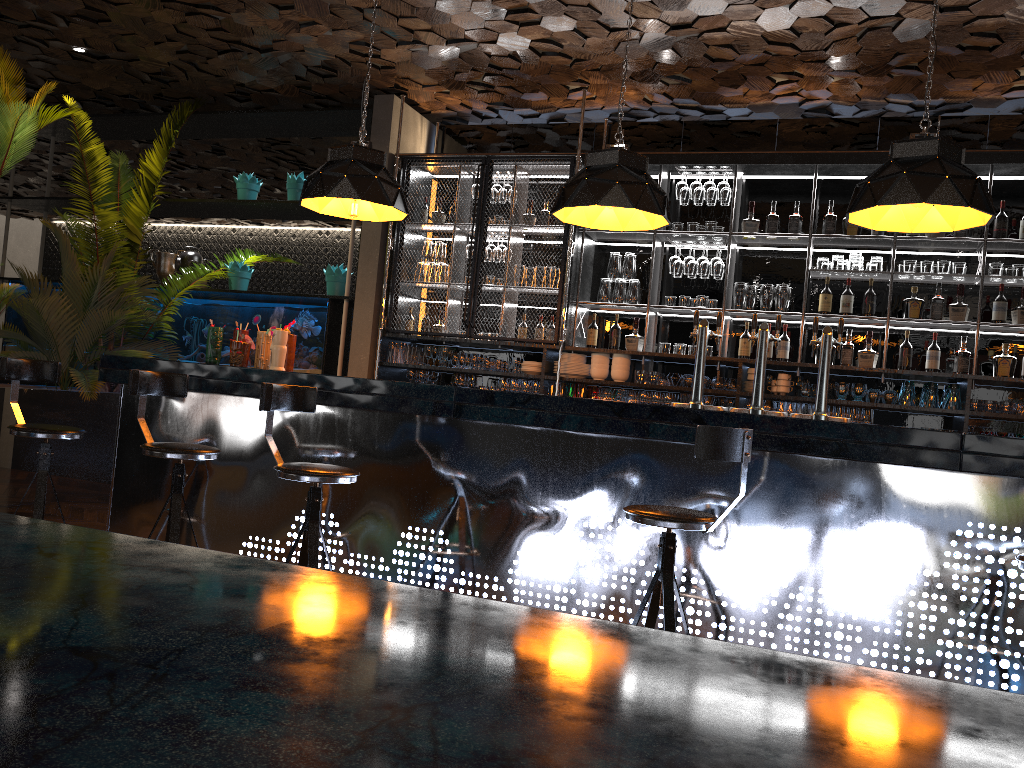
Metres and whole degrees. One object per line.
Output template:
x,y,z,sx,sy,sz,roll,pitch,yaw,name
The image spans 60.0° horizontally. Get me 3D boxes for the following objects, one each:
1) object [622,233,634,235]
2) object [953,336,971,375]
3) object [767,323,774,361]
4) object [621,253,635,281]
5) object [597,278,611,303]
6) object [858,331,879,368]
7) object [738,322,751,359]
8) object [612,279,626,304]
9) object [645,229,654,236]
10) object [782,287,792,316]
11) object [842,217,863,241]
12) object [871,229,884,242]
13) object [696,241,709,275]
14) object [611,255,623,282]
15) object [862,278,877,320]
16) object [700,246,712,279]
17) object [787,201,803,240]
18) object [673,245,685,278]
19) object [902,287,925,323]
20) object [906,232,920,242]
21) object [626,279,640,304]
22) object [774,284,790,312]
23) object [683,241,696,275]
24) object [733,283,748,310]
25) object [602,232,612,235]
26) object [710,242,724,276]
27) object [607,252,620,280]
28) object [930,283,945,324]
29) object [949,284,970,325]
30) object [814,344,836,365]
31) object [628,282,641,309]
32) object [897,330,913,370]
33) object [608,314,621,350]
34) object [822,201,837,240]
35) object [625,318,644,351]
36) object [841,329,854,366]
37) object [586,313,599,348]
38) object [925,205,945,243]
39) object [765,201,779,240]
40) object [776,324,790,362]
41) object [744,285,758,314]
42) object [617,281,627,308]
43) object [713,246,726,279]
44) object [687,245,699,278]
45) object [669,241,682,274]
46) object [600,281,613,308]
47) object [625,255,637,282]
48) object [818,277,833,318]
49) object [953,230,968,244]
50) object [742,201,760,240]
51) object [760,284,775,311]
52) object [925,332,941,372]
0.923,-1.320,6.989,0.123,0.279,0.123,5,-1,9,object
3.125,-0.191,6.153,0.083,0.282,0.083,5,-1,5,object
1.910,-0.305,6.631,0.086,0.298,0.086,6,-1,-21,object
0.919,-0.924,6.984,0.105,0.209,0.105,6,-1,-25,object
0.734,-0.731,7.033,0.105,0.209,0.105,6,-1,-25,object
2.552,-0.239,6.348,0.123,0.279,0.123,5,-1,34,object
1.754,-0.318,6.661,0.086,0.299,0.086,6,-1,-21,object
0.846,-0.721,6.993,0.105,0.209,0.105,6,-1,-25,object
1.075,-1.317,6.952,0.086,0.299,0.086,6,-1,-21,object
2.030,-0.616,6.622,0.105,0.209,0.105,6,-1,-25,object
2.475,-1.167,6.436,0.151,0.248,0.094,5,-1,24,object
2.643,-1.178,6.391,0.086,0.298,0.086,6,-1,-21,object
1.443,-0.948,6.700,0.092,0.244,0.092,6,-1,-19,object
0.840,-0.929,7.123,0.105,0.209,0.105,6,-1,-25,object
2.573,-0.612,6.377,0.086,0.297,0.086,6,-1,-21,object
1.499,-0.940,6.855,0.092,0.244,0.092,6,-1,-19,object
2.103,-1.212,6.573,0.083,0.282,0.083,5,-1,35,object
1.304,-0.958,6.927,0.092,0.244,0.092,6,-1,-19,object
2.839,-0.562,6.274,0.151,0.248,0.094,5,-1,9,object
2.860,-1.160,6.305,0.086,0.298,0.086,6,-1,-21,object
0.949,-0.712,6.942,0.105,0.209,0.105,6,-1,-25,object
1.983,-0.622,6.524,0.105,0.209,0.105,6,-1,-25,object
1.351,-0.956,6.734,0.092,0.244,0.092,6,-1,-19,object
1.701,-0.647,6.624,0.105,0.209,0.105,6,-1,-25,object
0.772,-1.343,7.092,0.086,0.298,0.086,6,-1,-21,object
1.540,-0.940,6.665,0.092,0.244,0.092,6,-1,-19,object
0.807,-0.934,7.015,0.105,0.209,0.105,6,-1,-25,object
2.986,-0.568,6.223,0.083,0.282,0.083,5,-1,20,object
3.111,-0.554,6.162,0.123,0.279,0.123,5,-1,34,object
2.281,-0.247,6.460,0.151,0.248,0.094,5,-1,9,object
0.975,-0.708,7.051,0.105,0.209,0.105,6,-1,-25,object
2.777,-0.230,6.254,0.086,0.297,0.086,6,-1,-36,object
0.813,-0.402,6.971,0.086,0.297,0.086,6,-1,-36,object
2.327,-1.199,6.492,0.083,0.282,0.083,5,-1,5,object
0.963,-0.379,6.928,0.123,0.279,0.123,5,-1,34,object
2.427,-0.252,6.409,0.083,0.282,0.083,5,-1,20,object
0.644,-0.416,7.066,0.086,0.299,0.086,6,-1,-21,object
2.984,-1.138,6.237,0.123,0.279,0.123,5,-1,9,object
1.947,-1.225,6.630,0.083,0.282,0.083,5,-1,5,object
2.013,-0.296,6.568,0.086,0.298,0.086,6,-1,-21,object
1.800,-0.636,6.710,0.105,0.209,0.105,6,-1,-25,object
0.876,-0.717,7.098,0.105,0.209,0.105,6,-1,-25,object
1.596,-0.932,6.820,0.092,0.244,0.092,6,-1,-19,object
1.407,-0.949,6.889,0.092,0.244,0.092,6,-1,-19,object
1.248,-0.965,6.772,0.092,0.244,0.092,6,-1,-19,object
0.764,-0.726,7.147,0.105,0.209,0.105,6,-1,-25,object
0.946,-0.920,7.071,0.105,0.209,0.105,6,-1,-25,object
2.295,-0.636,6.481,0.086,0.299,0.086,6,-1,-21,object
3.140,-1.127,6.195,0.083,0.282,0.083,5,-1,20,object
1.800,-1.236,6.685,0.123,0.279,0.123,5,-1,9,object
1.889,-0.630,6.584,0.105,0.209,0.105,6,-1,-25,object
2.958,-0.213,6.223,0.086,0.298,0.086,6,-1,-21,object
